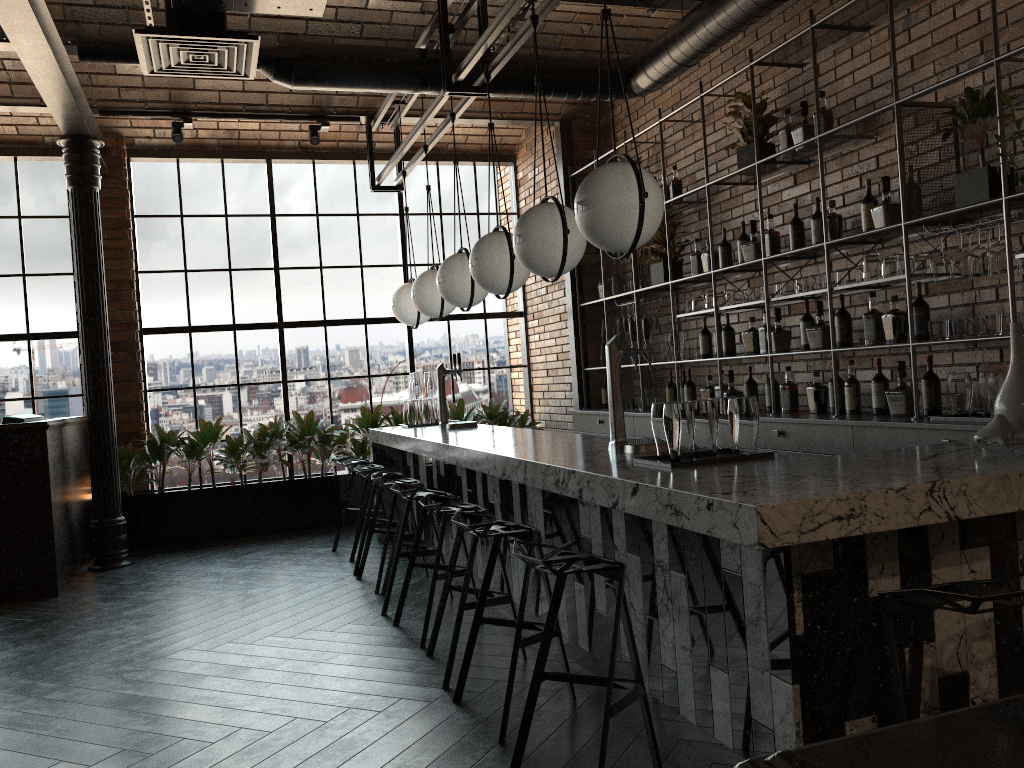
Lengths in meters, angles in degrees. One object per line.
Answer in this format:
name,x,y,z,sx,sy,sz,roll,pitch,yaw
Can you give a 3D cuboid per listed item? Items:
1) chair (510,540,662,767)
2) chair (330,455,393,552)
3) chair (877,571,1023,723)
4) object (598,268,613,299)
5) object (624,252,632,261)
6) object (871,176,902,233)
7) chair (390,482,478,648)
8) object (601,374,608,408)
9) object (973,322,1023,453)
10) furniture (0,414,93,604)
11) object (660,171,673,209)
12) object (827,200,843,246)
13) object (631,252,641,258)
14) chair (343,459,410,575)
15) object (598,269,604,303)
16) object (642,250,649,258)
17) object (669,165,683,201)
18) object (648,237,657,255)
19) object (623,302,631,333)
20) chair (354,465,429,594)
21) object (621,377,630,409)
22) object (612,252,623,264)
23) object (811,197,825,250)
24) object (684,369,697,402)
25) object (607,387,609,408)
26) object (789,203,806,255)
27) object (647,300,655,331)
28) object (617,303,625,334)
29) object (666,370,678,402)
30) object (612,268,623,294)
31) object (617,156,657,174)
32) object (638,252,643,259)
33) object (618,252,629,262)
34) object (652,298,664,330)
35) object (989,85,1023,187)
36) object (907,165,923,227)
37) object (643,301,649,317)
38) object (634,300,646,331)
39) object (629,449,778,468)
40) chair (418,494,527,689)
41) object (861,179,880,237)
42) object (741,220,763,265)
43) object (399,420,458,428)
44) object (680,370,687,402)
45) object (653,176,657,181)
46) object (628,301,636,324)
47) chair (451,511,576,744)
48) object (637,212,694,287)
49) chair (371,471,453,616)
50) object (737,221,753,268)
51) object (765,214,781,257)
chair,0.247,0.827,2.612,0.414,0.737,0.475,-4,1,-29
chair,-1.111,0.890,6.651,0.414,0.737,0.475,-4,1,-29
chair,1.008,0.779,2.023,0.475,0.737,0.414,-4,0,-14
object,0.824,-0.860,7.669,0.123,0.279,0.123,-4,1,-30
object,0.930,-1.110,7.059,0.092,0.244,0.092,-4,0,-13
object,1.896,-0.909,4.481,0.123,0.279,0.123,-4,0,-10
chair,-0.360,0.855,4.418,0.414,0.737,0.475,-4,0,-24
object,0.839,0.064,7.885,0.086,0.299,0.086,-4,1,30
object,1.595,0.004,2.733,0.319,0.397,0.316,-4,1,30
furniture,-5.872,0.989,5.855,5.451,1.212,1.979,-4,0,-19
object,1.144,-1.451,6.637,0.083,0.282,0.083,-4,1,-34
object,1.772,-0.888,4.894,0.094,0.248,0.151,-4,0,10
object,0.963,-1.112,6.960,0.092,0.244,0.092,-4,0,-13
chair,-0.929,0.881,6.110,0.414,0.737,0.475,-4,0,-14
object,0.809,-0.871,7.853,0.086,0.298,0.086,-4,1,30
object,1.086,-1.121,7.111,0.092,0.244,0.092,-4,0,-13
object,1.197,-1.454,6.480,0.083,0.282,0.083,-4,0,-4
object,1.119,-1.123,7.013,0.092,0.244,0.092,-4,0,-13
object,0.938,-0.537,7.157,0.092,0.244,0.092,-4,0,-13
chair,-0.749,0.873,5.576,0.414,0.737,0.475,-4,0,-24
object,0.932,0.070,7.548,0.123,0.279,0.123,-4,0,-5
object,0.863,-1.107,7.257,0.092,0.244,0.092,-4,0,-13
object,1.749,-0.915,5.055,0.086,0.298,0.086,-4,1,30
object,1.306,0.042,6.500,0.086,0.298,0.086,-4,1,30
object,0.870,0.063,7.693,0.086,0.297,0.086,-4,0,15
object,1.670,-0.911,5.202,0.086,0.299,0.086,-4,1,30
object,1.125,-0.550,7.116,0.092,0.244,0.092,-4,0,-13
object,0.903,-0.536,7.261,0.092,0.244,0.092,-4,0,-13
object,1.216,0.047,6.761,0.086,0.299,0.086,-4,1,30
object,0.889,-0.875,7.528,0.086,0.299,0.086,-4,1,30
object,0.978,-1.579,7.183,0.422,0.554,0.377,-4,1,-31
object,1.054,-1.120,7.205,0.092,0.244,0.092,-4,0,-13
object,0.898,-1.109,7.153,0.092,0.244,0.092,-4,0,-13
object,1.158,-0.551,7.018,0.092,0.244,0.092,-4,0,-13
object,1.906,-0.598,2.827,0.673,1.546,0.584,-4,0,20
object,1.959,-0.923,4.344,0.086,0.297,0.086,-4,1,30
object,1.094,-0.548,7.210,0.092,0.244,0.092,-4,0,-13
object,1.003,-0.540,6.965,0.092,0.244,0.092,-4,0,-13
object,0.661,0.254,3.077,0.437,0.019,0.273,-4,0,-19
chair,-0.163,0.846,3.831,0.414,0.737,0.475,-4,0,-14
object,1.867,-0.918,4.627,0.086,0.299,0.086,-4,1,30
object,1.525,-0.892,5.583,0.123,0.279,0.123,-4,1,-30
object,-0.654,0.314,6.995,0.437,0.019,0.273,-4,0,-19
object,1.290,0.041,6.620,0.086,0.298,0.086,-4,1,30
object,1.095,-1.446,6.787,0.123,0.279,0.123,-4,1,-30
object,0.969,-0.539,7.063,0.092,0.244,0.092,-4,0,-13
chair,0.023,0.838,3.278,0.414,0.737,0.475,-4,0,-24
object,1.156,-0.998,6.611,0.425,0.526,0.430,-4,0,-6
chair,-0.564,0.865,5.026,0.414,0.737,0.475,-4,0,-9
object,1.500,-0.902,5.723,0.086,0.298,0.086,-4,1,30
object,1.589,-0.898,5.435,0.083,0.282,0.083,-4,0,-19
